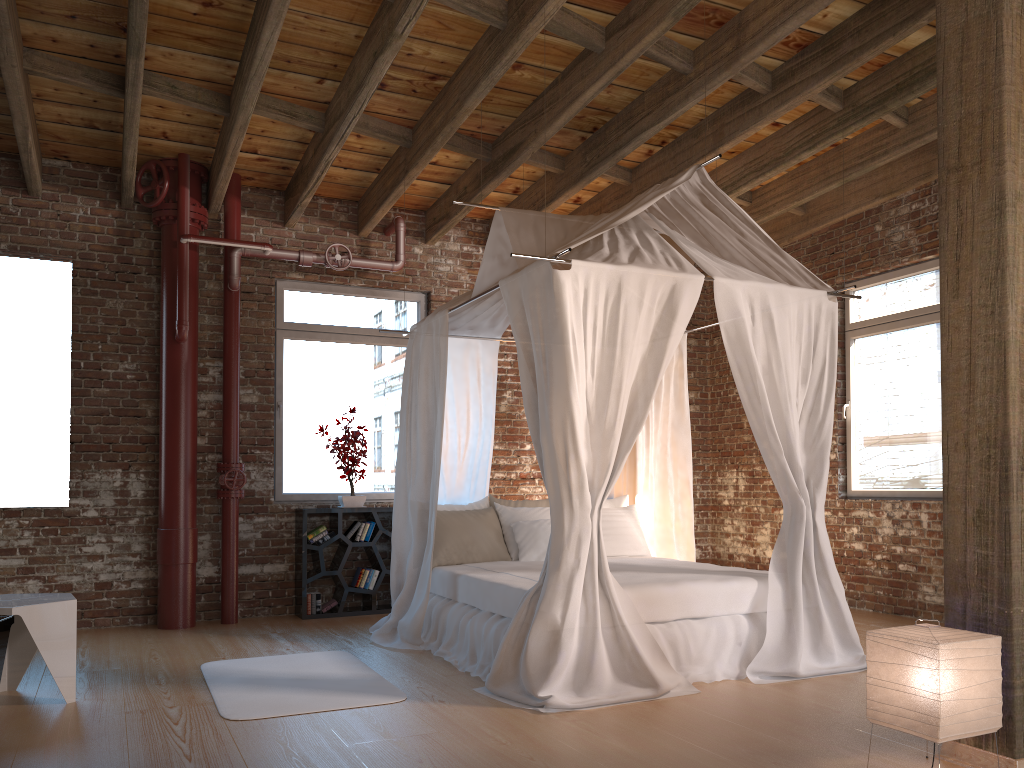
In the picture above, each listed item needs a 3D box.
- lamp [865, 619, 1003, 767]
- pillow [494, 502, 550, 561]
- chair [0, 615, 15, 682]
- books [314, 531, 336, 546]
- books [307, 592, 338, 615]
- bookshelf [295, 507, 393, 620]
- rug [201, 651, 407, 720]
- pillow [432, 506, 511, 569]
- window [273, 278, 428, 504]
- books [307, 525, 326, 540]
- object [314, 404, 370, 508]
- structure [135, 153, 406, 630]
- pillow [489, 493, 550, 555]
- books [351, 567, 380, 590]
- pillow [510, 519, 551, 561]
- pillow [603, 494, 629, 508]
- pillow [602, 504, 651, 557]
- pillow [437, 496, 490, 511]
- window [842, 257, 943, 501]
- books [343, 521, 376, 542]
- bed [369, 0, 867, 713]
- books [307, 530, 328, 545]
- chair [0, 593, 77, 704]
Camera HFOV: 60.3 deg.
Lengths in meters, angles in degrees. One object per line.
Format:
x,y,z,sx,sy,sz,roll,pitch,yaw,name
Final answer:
1.737,1.183,2.635,0.364,0.777,1.371,1,-5,-32,lamp
0.199,1.044,6.317,0.617,0.402,0.347,2,-5,-28,pillow
-2.326,1.194,3.488,0.608,0.489,0.545,-2,-5,18,chair
-1.469,1.207,6.903,0.158,0.113,0.133,2,-5,-26,books
-1.488,1.706,6.879,0.251,0.159,0.133,2,-4,-26,books
-1.277,1.415,7.069,0.863,0.843,0.291,2,-3,-26,bookshelf
-1.139,1.552,4.639,0.867,0.007,1.429,3,-7,-24,rug
-0.333,1.054,6.051,0.619,0.413,0.356,2,-5,-28,pillow
-1.340,0.079,7.346,1.356,1.844,0.167,1,-2,-26,window
-1.533,1.156,6.872,0.155,0.109,0.133,2,-5,-26,books
-1.332,0.571,7.050,0.420,0.838,0.393,1,-3,-30,object
-1.790,0.068,6.714,2.016,3.455,0.573,1,-2,-27,structure
0.111,1.050,6.496,0.637,0.493,0.207,2,-3,-26,pillow
-1.170,1.552,7.042,0.205,0.180,0.133,2,-4,-26,books
0.195,1.087,6.124,0.387,0.290,0.214,1,-4,-17,pillow
0.654,1.082,6.765,0.636,0.497,0.206,2,-3,-26,pillow
0.735,1.106,6.590,0.634,0.431,0.291,2,-4,-25,pillow
-0.413,1.039,6.227,0.638,0.491,0.198,2,-3,-26,pillow
3.051,-0.011,6.816,0.173,1.844,1.308,0,-3,-25,window
-1.219,1.174,7.028,0.246,0.165,0.133,2,-4,-26,books
0.543,-0.274,5.601,2.518,3.872,2.654,1,-3,-25,bed
-1.521,1.193,6.877,0.155,0.109,0.133,2,-5,-26,books
-2.392,1.276,4.200,0.525,0.489,0.631,-3,-5,28,chair
